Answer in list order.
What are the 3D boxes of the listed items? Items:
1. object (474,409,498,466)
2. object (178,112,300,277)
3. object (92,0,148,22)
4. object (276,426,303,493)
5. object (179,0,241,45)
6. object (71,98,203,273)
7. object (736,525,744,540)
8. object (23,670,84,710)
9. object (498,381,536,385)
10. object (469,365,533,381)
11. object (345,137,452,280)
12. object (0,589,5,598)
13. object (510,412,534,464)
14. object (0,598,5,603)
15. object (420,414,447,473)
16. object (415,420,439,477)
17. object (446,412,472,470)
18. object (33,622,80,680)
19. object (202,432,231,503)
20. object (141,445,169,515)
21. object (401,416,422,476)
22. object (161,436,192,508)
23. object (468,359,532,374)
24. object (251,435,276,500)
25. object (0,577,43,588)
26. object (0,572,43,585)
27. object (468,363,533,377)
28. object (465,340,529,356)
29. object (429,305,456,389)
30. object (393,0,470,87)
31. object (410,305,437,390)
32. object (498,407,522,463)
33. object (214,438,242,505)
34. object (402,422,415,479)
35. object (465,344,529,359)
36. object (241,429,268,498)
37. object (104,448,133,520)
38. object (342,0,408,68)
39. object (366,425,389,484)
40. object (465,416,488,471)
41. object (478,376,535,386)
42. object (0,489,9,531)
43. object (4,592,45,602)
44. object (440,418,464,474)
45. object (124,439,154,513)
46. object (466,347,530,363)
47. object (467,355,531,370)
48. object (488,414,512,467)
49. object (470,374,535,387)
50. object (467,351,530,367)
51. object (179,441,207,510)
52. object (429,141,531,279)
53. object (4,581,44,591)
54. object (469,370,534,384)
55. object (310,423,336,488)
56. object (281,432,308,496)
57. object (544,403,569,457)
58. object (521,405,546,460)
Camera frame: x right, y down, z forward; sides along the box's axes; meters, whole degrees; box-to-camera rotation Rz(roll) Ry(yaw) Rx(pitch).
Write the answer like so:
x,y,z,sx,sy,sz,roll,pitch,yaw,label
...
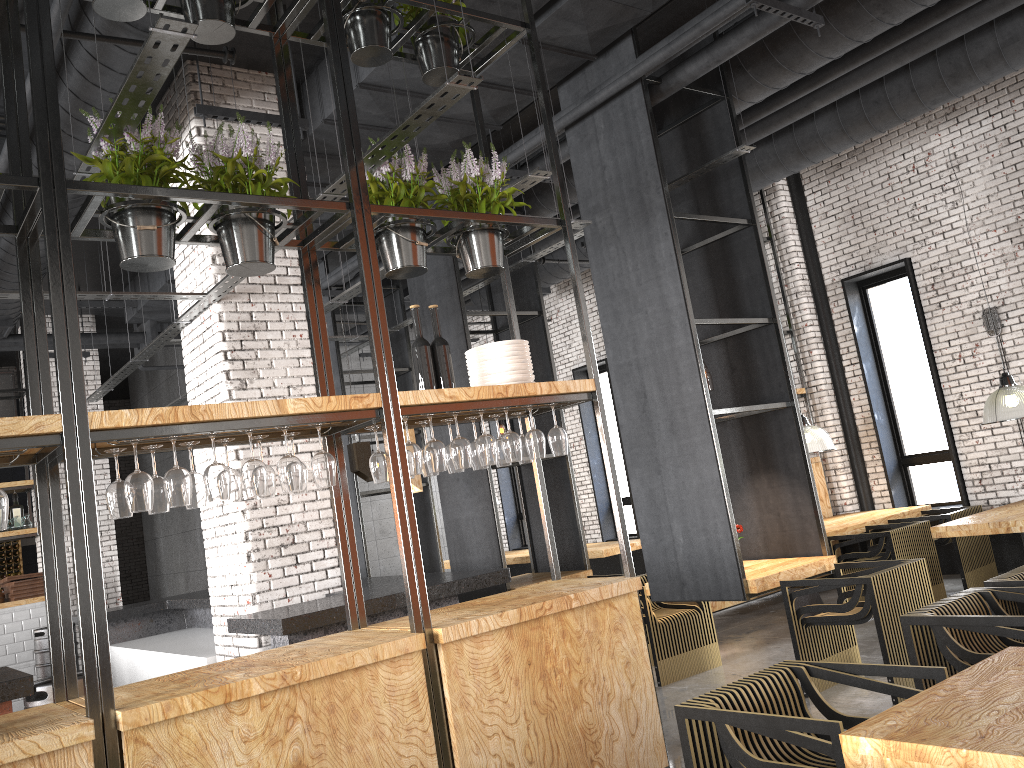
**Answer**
x,y,z,sx,sy,sz,roll,pitch,yaw,label
-0.127,0.250,4.180,0.101,0.268,0.101,-12,-9,15,object
-1.200,-0.774,3.945,0.416,0.560,0.466,-12,-9,19,object
-1.696,-1.861,3.791,0.416,0.560,0.465,-7,-9,-19,object
-0.904,0.301,3.584,0.101,0.268,0.100,-6,-9,-24,object
-1.414,-1.871,4.070,0.416,0.560,0.466,-2,-11,-43,object
-1.529,-0.757,3.657,0.467,0.560,0.415,-10,-8,1,object
1.597,1.148,6.366,0.156,0.356,0.170,-11,-8,10,object
-2.025,1.892,4.126,0.399,1.038,0.396,-9,-8,-3,object
-0.041,0.036,4.534,0.335,0.033,0.333,-5,-9,-29,object
-0.054,-0.041,4.546,0.334,0.039,0.334,-12,-8,18,object
-0.569,-0.817,4.415,0.467,0.560,0.415,-5,-9,-29,object
-6.233,2.499,10.446,0.436,0.154,0.439,-11,-8,9,object
0.055,0.284,4.672,0.101,0.268,0.101,-12,-9,15,object
-6.223,2.565,10.432,0.437,0.097,0.435,-8,-8,-13,object
-0.354,0.265,4.006,0.101,0.268,0.100,-9,-8,-1,object
-0.412,0.315,4.313,0.101,0.268,0.101,-12,-9,15,object
-0.244,0.257,4.090,0.101,0.268,0.101,-12,-9,15,object
-4.444,2.901,8.694,0.399,1.038,0.396,-9,-8,-3,object
-1.137,0.316,3.404,0.101,0.268,0.100,-6,-9,-24,object
-1.422,0.381,3.537,0.101,0.268,0.100,-6,-9,-24,object
-0.455,0.271,3.928,0.101,0.268,0.100,-9,-8,-1,object
-1.254,0.324,3.314,0.101,0.268,0.100,-6,-9,-24,object
-0.060,-0.075,4.550,0.335,0.039,0.333,-5,-9,-30,object
-1.072,0.358,3.807,0.101,0.268,0.100,-6,-9,-24,object
-5.879,2.391,10.723,0.405,0.044,0.634,-2,-10,-44,object
-5.891,2.337,10.649,0.406,0.094,0.634,-3,-10,-40,object
-0.057,-0.060,4.547,0.335,0.041,0.333,-7,-8,-16,object
-0.076,-0.170,4.565,0.334,0.039,0.334,-13,-8,26,object
-0.352,-0.156,4.354,0.098,0.472,0.098,-12,-9,14,object
-0.432,-1.934,4.839,0.416,0.560,0.466,-8,-8,-13,object
-0.437,-0.150,4.288,0.098,0.472,0.098,-12,-9,14,object
-0.011,0.242,4.269,0.101,0.268,0.101,-12,-9,15,object
-1.189,0.366,3.717,0.101,0.268,0.100,-6,-9,-24,object
-0.522,0.322,4.229,0.101,0.268,0.100,-9,-8,-1,object
-0.073,-0.151,4.562,0.334,0.039,0.334,-13,-8,27,object
-1.020,0.308,3.494,0.101,0.268,0.100,-6,-9,-24,object
-1.532,0.389,3.453,0.101,0.268,0.100,-6,-9,-24,object
-0.747,-1.924,4.516,0.415,0.560,0.467,-13,-9,25,object
-0.623,0.329,4.151,0.101,0.268,0.100,-9,-8,-1,object
-0.179,0.300,4.492,0.101,0.268,0.101,-12,-9,15,object
-0.045,0.016,4.537,0.333,0.046,0.334,-14,-9,33,object
-1.733,0.355,2.947,0.101,0.268,0.100,-8,-8,-7,object
-5.850,2.565,10.696,0.405,0.044,0.634,-3,-10,-42,object
-0.296,0.307,4.403,0.101,0.268,0.101,-12,-9,15,object
-1.364,0.331,3.230,0.101,0.268,0.100,-6,-9,-24,object
-0.070,-0.132,4.560,0.334,0.044,0.334,-13,-8,23,object
-0.063,-0.094,4.553,0.334,0.043,0.334,-15,-9,35,object
-0.062,0.292,4.582,0.101,0.268,0.101,-12,-9,15,object
-0.047,-0.003,4.539,0.334,0.037,0.334,-12,-8,18,object
-0.067,-0.113,4.557,0.334,0.041,0.334,-12,-8,21,object
-1.305,0.374,3.627,0.101,0.268,0.100,-6,-9,-24,object
-0.178,-0.852,4.651,0.467,0.560,0.415,-2,-11,-44,object
-5.872,2.435,10.716,0.405,0.044,0.633,-4,-9,-37,object
-0.051,-0.022,4.542,0.334,0.040,0.334,-12,-8,16,object
-0.787,0.293,3.673,0.101,0.268,0.100,-6,-9,-24,object
-0.955,0.351,3.896,0.101,0.268,0.100,-6,-9,-24,object
0.223,0.227,4.449,0.101,0.268,0.101,-12,-9,15,object
0.106,0.234,4.359,0.101,0.268,0.101,-12,-9,15,object
